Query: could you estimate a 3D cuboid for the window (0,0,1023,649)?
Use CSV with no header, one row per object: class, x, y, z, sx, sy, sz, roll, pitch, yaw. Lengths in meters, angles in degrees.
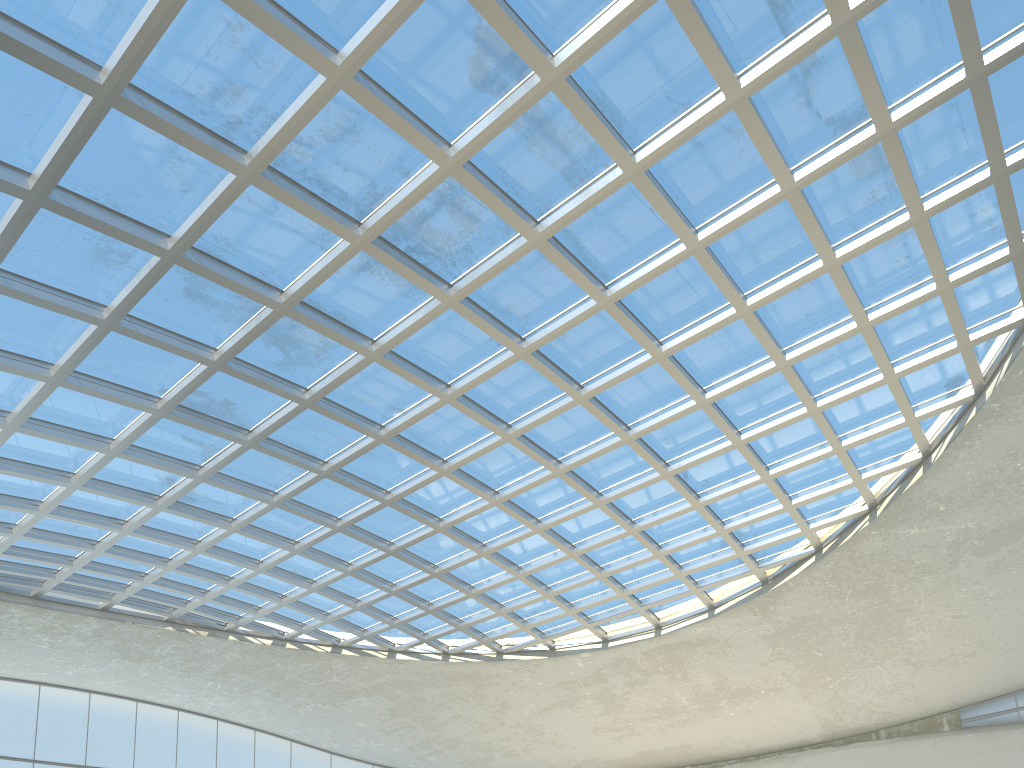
window,-9.880,6.027,47.760,83.473,9.751,85.550,-26,-41,30
